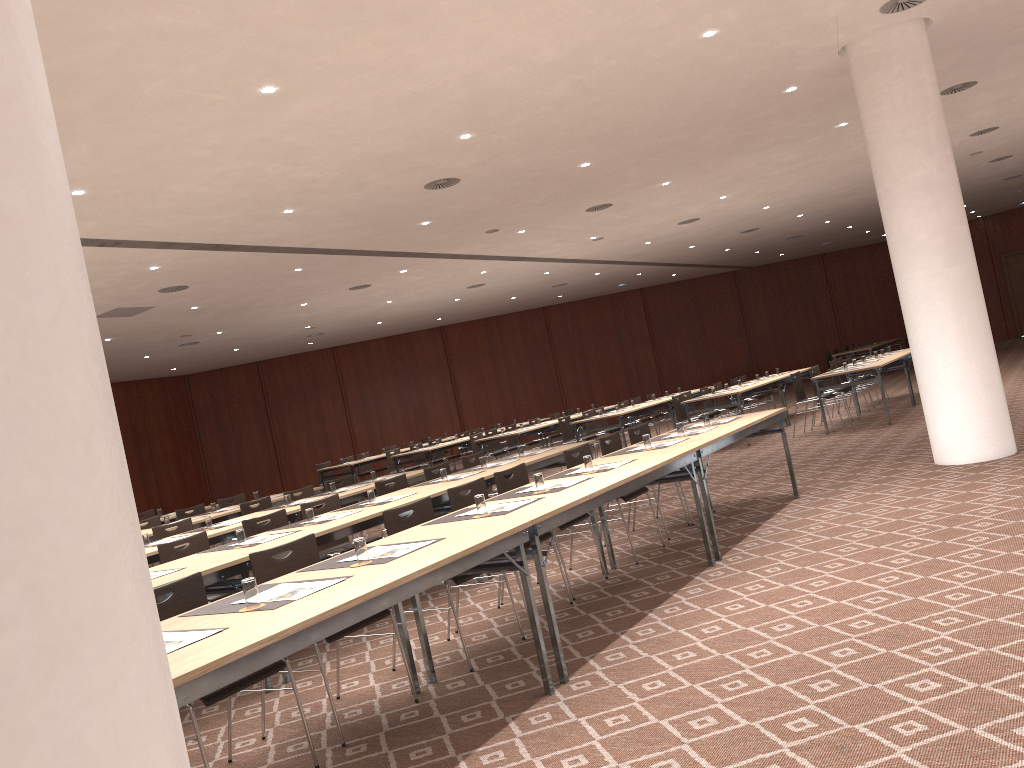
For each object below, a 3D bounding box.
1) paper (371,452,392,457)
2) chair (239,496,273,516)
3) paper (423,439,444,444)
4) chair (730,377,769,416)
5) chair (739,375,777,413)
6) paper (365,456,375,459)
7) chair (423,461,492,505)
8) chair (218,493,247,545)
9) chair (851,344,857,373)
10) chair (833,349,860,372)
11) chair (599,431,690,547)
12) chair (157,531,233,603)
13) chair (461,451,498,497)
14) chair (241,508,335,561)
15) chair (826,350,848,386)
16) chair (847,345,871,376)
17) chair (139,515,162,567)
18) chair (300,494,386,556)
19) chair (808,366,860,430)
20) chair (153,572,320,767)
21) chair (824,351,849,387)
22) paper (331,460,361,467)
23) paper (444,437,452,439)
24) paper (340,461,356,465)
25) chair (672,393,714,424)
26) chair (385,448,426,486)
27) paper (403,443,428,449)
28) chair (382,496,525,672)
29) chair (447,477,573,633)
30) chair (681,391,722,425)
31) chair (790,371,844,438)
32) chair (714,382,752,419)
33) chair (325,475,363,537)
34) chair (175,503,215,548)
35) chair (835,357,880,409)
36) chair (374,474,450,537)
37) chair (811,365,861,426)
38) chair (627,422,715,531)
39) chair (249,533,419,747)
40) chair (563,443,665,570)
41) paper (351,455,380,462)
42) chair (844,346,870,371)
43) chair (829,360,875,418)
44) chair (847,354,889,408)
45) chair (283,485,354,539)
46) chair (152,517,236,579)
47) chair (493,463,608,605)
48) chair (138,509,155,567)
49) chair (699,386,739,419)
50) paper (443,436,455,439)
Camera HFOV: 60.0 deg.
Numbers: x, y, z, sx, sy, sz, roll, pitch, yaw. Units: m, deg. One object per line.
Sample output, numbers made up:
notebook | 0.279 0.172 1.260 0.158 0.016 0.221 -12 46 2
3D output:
paper | -2.743 1.512 19.342 0.566 0.003 0.460 -13 -1 33
chair | -2.526 1.672 9.432 0.614 0.939 0.535 -12 -1 31
paper | -1.887 1.354 20.686 0.566 0.003 0.460 -13 -1 33
chair | 4.405 0.323 16.562 0.614 0.939 0.535 -12 -1 32
chair | 4.703 0.270 17.111 0.614 0.939 0.535 -12 -1 31
paper | -3.032 1.560 18.792 0.398 0.006 0.283 -13 -1 31
chair | -0.525 1.236 8.772 0.614 0.939 0.535 -12 -1 31
chair | -3.464 1.906 11.566 0.614 0.939 0.535 -12 -1 34
chair | 10.146 -0.738 25.712 0.614 0.939 0.535 -12 -1 30
chair | 8.928 -0.513 23.788 0.614 0.939 0.535 -12 -1 33
chair | 1.095 0.877 7.795 0.614 0.939 0.535 -12 -1 30
chair | -2.155 1.541 6.339 0.614 0.939 0.535 -12 -1 30
chair | -0.194 1.177 9.437 0.614 0.939 0.535 -12 -1 32
chair | -1.739 1.463 6.931 0.614 0.939 0.535 -12 -1 35
chair | 8.574 -0.446 23.310 0.614 0.939 0.535 -12 -1 30
chair | 9.794 -0.672 25.238 0.614 0.939 0.535 -12 -1 30
chair | -4.144 2.031 10.414 0.614 0.939 0.535 -12 -1 35
chair | -1.398 1.398 7.393 0.614 0.939 0.535 -12 -1 35
chair | 4.885 0.172 13.641 0.614 0.939 0.535 -12 -1 35
chair | -1.342 1.327 3.880 0.614 0.939 0.535 -12 -1 33
chair | 8.288 -0.397 22.646 0.614 0.939 0.535 -12 -1 35
paper | -3.424 1.638 18.258 0.566 0.003 0.460 -13 -1 31
paper | -1.544 1.290 21.217 0.566 0.003 0.460 -13 -1 33
paper | -3.359 1.620 18.237 0.398 0.006 0.283 -13 -1 33
chair | 2.884 0.605 14.159 0.614 0.939 0.535 -12 -1 35
chair | -2.137 1.725 17.454 0.614 0.939 0.535 -12 -1 33
paper | -2.258 1.423 20.136 0.566 0.003 0.460 -13 -1 35
chair | -0.409 1.153 5.275 0.614 0.939 0.535 -12 -1 35
chair | -0.078 1.093 5.876 0.614 0.939 0.535 -12 -1 32
chair | 3.136 0.562 14.748 0.614 0.939 0.535 -12 -1 34
chair | 4.453 0.256 13.149 0.614 0.939 0.535 -12 -1 36
chair | 3.977 0.406 16.076 0.614 0.939 0.535 -12 -1 31
chair | -1.822 1.539 10.403 0.614 0.939 0.535 -12 -1 34
chair | -3.821 1.974 11.065 0.614 0.939 0.535 -12 -1 32
chair | 6.010 -0.033 15.609 0.614 0.939 0.535 -12 -1 35
chair | -0.915 1.310 8.233 0.614 0.939 0.535 -12 -1 35
chair | 5.096 0.136 14.165 0.614 0.939 0.535 -12 -1 35
chair | 1.409 0.818 8.226 0.614 0.939 0.535 -12 -1 34
chair | -0.970 1.259 4.531 0.614 0.939 0.535 -12 -1 36
chair | 0.751 0.938 7.110 0.614 0.939 0.535 -12 -1 33
paper | -3.122 1.583 18.791 0.566 0.003 0.460 -13 -1 36
chair | 9.519 -0.625 24.590 0.614 0.939 0.535 -12 -1 31
chair | 5.658 0.031 14.940 0.614 0.939 0.535 -12 -1 31
chair | 6.382 -0.104 16.085 0.614 0.939 0.535 -12 -1 31
chair | -2.186 1.608 9.905 0.614 0.939 0.535 -12 -1 35
chair | -3.073 1.772 8.504 0.614 0.939 0.535 -12 -1 35
chair | 0.214 1.040 6.402 0.614 0.939 0.535 -12 -1 32
chair | -5.122 2.277 12.689 0.614 0.939 0.535 -12 -1 33
chair | 3.559 0.481 15.303 0.614 0.939 0.535 -12 -1 30
paper | -1.469 1.270 21.243 0.398 0.006 0.283 -13 -1 34
